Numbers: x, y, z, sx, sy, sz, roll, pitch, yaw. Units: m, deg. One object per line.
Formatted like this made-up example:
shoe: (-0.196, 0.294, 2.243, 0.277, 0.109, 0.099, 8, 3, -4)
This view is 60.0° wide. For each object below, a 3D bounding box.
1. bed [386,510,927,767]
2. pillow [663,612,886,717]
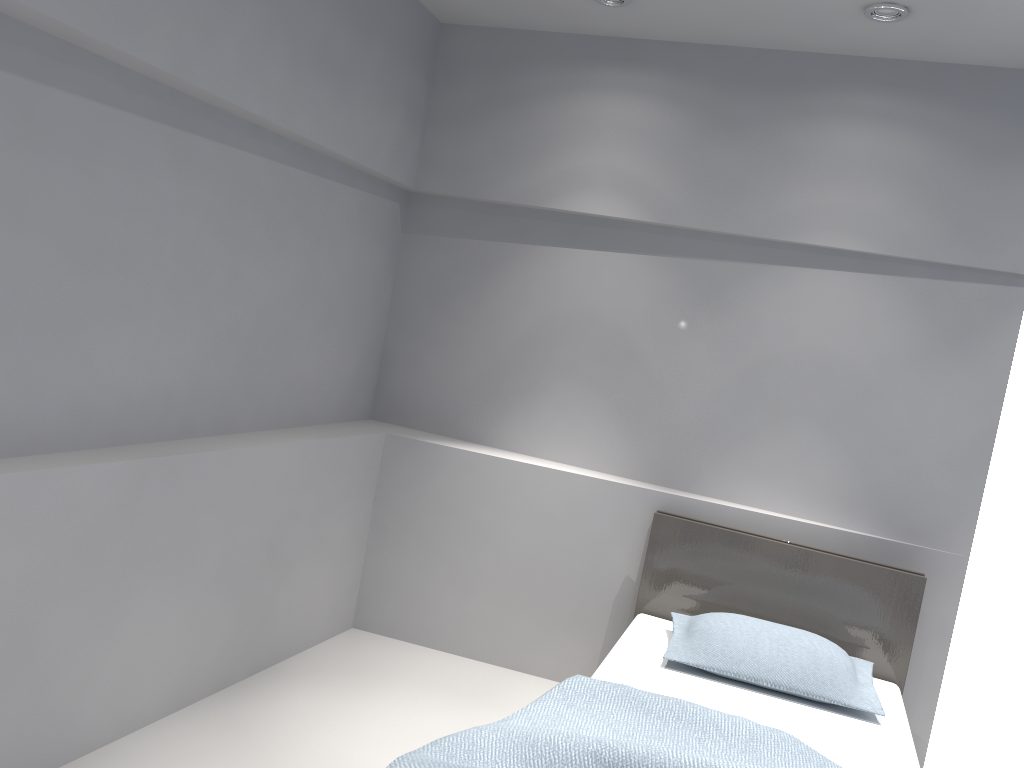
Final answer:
bed: (0.612, 0.998, 2.466, 1.411, 0.752, 2.319, 12, 4, 19)
pillow: (0.915, 0.946, 3.119, 0.746, 0.173, 0.417, 11, 4, 14)
